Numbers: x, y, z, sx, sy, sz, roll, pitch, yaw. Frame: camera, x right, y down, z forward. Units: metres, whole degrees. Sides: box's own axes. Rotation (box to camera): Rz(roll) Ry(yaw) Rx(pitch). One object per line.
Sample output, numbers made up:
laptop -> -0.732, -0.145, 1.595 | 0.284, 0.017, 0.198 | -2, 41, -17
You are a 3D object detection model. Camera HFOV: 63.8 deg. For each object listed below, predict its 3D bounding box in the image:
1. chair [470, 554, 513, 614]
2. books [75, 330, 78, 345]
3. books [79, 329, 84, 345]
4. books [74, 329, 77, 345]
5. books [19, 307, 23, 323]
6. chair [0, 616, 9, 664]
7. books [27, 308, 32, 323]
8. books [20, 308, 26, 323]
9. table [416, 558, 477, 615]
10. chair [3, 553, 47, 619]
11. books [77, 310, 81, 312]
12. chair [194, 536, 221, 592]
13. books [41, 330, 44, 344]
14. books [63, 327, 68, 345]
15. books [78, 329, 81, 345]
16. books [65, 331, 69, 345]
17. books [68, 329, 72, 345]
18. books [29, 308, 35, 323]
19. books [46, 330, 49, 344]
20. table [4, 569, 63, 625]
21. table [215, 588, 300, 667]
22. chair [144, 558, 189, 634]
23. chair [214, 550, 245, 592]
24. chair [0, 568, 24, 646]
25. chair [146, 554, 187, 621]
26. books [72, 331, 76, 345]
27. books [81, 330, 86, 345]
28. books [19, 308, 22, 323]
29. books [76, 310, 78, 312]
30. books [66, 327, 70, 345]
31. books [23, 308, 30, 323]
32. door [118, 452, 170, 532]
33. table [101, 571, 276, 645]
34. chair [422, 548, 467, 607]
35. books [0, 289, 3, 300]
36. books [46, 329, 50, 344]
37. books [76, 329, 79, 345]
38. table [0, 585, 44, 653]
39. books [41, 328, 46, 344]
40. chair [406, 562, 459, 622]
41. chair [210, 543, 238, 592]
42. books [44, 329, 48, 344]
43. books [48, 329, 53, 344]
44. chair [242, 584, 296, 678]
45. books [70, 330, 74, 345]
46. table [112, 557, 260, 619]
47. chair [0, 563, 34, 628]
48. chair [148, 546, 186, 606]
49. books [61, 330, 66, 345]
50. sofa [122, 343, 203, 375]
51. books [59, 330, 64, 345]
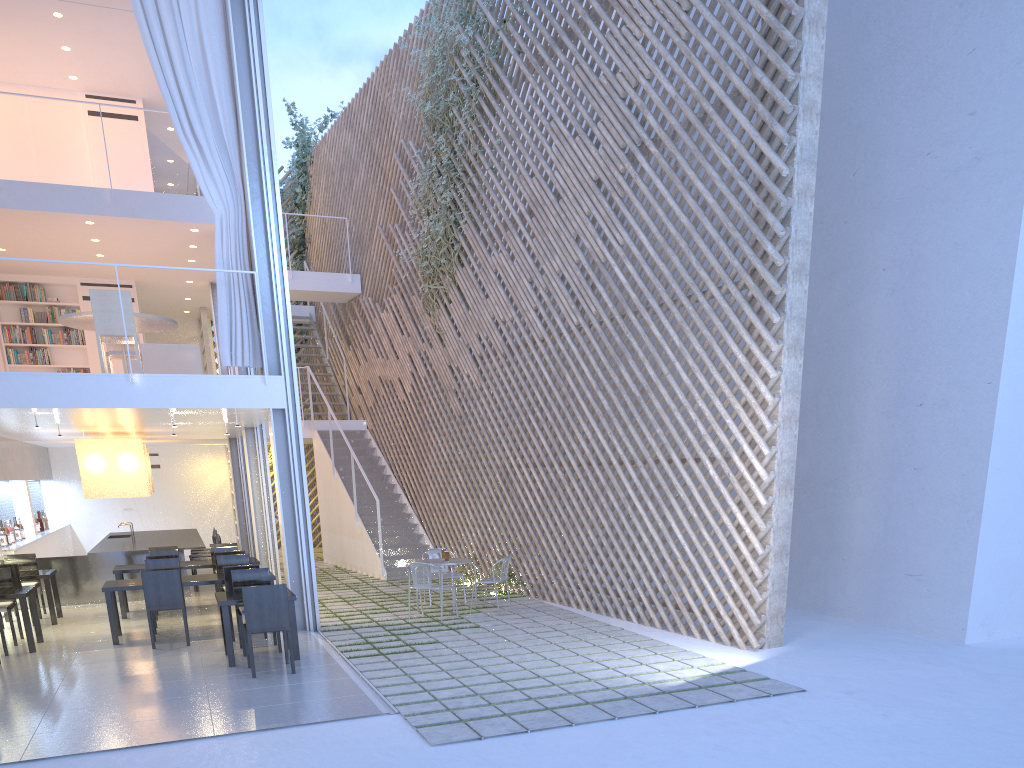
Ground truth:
chair -> -0.117, 1.277, 5.280 | 0.248, 0.402, 0.246 | 2, 10, 18
books -> -3.841, -0.402, 7.266 | 0.005, 0.136, 0.091 | -8, 10, -23
books -> -3.810, -0.409, 7.280 | 0.011, 0.153, 0.082 | -8, 12, -23
books -> -3.848, -0.405, 7.262 | 0.008, 0.142, 0.091 | -8, 11, -23
books -> -3.677, 0.043, 5.709 | 0.040, 1.741, 3.432 | -7, 0, -19
chair -> -2.723, 1.209, 4.175 | 0.189, 0.463, 0.225 | -6, 12, -22
books -> -3.645, 0.029, 5.714 | 0.036, 1.706, 3.460 | -6, 0, -18
books -> -3.662, 0.032, 5.725 | 0.027, 1.703, 3.424 | -7, 0, -19
table -> -0.429, 1.315, 5.368 | 0.346, 0.352, 0.333 | 1, 6, 30
chair -> -3.277, 1.361, 5.509 | 0.189, 0.463, 0.225 | -6, 12, -22
books -> -3.464, 0.038, 5.787 | 0.038, 1.708, 3.497 | -4, -1, -11
chair -> -2.460, 1.458, 6.662 | 0.237, 0.464, 0.178 | -5, 13, -19
books -> -4.088, -0.402, 7.174 | 0.006, 0.130, 0.090 | -8, 10, -23
books -> -3.924, -0.415, 7.235 | 0.015, 0.161, 0.083 | -8, 12, -23
books -> -3.819, -0.408, 7.275 | 0.010, 0.149, 0.084 | -8, 11, -23
books -> -3.915, -0.398, 7.247 | 0.006, 0.127, 0.077 | -8, 11, -23
books -> -3.894, -0.408, 7.252 | 0.015, 0.150, 0.075 | -8, 12, -23
books -> -3.656, 0.050, 5.722 | 0.030, 1.740, 3.450 | -6, 0, -17
books -> -4.054, -0.400, 7.190 | 0.006, 0.128, 0.086 | -8, 10, -23
table -> -3.132, 1.383, 5.305 | 0.356, 0.350, 0.338 | -3, 5, -21
table -> -1.271, 1.211, 4.119 | 0.356, 0.350, 0.338 | -3, 5, -21
chair -> -2.069, 1.269, 4.927 | 0.189, 0.463, 0.225 | -6, 12, -22
chair -> -1.880, 1.326, 5.532 | 0.189, 0.463, 0.225 | -6, 12, -22
chair -> -2.910, 1.260, 4.626 | 0.189, 0.463, 0.225 | -6, 12, -22
chair -> -2.261, 1.321, 5.389 | 0.189, 0.463, 0.225 | -6, 12, -22
books -> -3.862, -0.398, 7.264 | 0.018, 0.128, 0.081 | -8, 11, -23
books -> -3.796, -0.409, 7.286 | 0.019, 0.154, 0.079 | -8, 12, -23
books -> -3.691, 0.038, 5.702 | 0.079, 1.713, 3.453 | -7, 0, -20
books -> -3.483, 0.048, 5.782 | 0.037, 1.735, 3.498 | -4, -1, -11
books -> -3.906, -0.414, 7.245 | 0.011, 0.162, 0.078 | -8, 12, -23
books -> -3.651, 0.046, 5.705 | 0.039, 1.736, 3.480 | -6, 0, -18
door -> -3.734, 1.107, 6.785 | 0.478, 1.220, 5.347 | -4, -4, -10
table -> -1.859, 1.299, 4.816 | 0.908, 0.348, 0.338 | 0, 4, -21
chair -> -0.482, 1.326, 5.668 | 0.259, 0.402, 0.235 | -5, 10, -21
books -> -4.346, -0.750, 7.006 | 0.020, 0.104, 0.060 | -7, 11, -23
books -> -4.046, -0.404, 7.189 | 0.007, 0.136, 0.091 | -8, 10, -23
books -> -3.835, -0.410, 7.268 | 0.009, 0.154, 0.085 | -8, 12, -23
table -> -2.784, 1.288, 4.468 | 0.356, 0.350, 0.338 | -3, 5, -21
books -> -4.079, -0.411, 7.178 | 0.015, 0.150, 0.084 | -8, 11, -23
chair -> -0.506, 1.263, 5.048 | 0.261, 0.402, 0.233 | 2, 10, 23
chair -> -2.054, 1.374, 5.952 | 0.189, 0.463, 0.225 | -6, 12, -22
books -> -4.063, -0.404, 7.182 | 0.015, 0.136, 0.090 | -8, 10, -23
books -> -4.037, -0.404, 7.205 | 0.020, 0.138, 0.066 | -8, 12, -23
chair -> -1.136, 1.128, 3.809 | 0.189, 0.463, 0.225 | -6, 12, -22
books -> -3.877, -0.400, 7.254 | 0.015, 0.131, 0.088 | -8, 10, -23
table -> -2.206, 1.394, 5.653 | 0.908, 0.348, 0.338 | 0, 4, -21
chair -> -3.089, 1.310, 5.058 | 0.189, 0.463, 0.225 | -6, 12, -22
chair -> -2.435, 1.369, 5.810 | 0.189, 0.463, 0.225 | -6, 12, -22
books -> -3.938, -0.401, 7.233 | 0.015, 0.133, 0.084 | -8, 11, -23
sofa -> -2.523, -0.029, 5.972 | 0.495, 0.384, 0.958 | -3, -2, -22
books -> -3.954, -0.400, 7.225 | 0.020, 0.130, 0.088 | -8, 10, -23
